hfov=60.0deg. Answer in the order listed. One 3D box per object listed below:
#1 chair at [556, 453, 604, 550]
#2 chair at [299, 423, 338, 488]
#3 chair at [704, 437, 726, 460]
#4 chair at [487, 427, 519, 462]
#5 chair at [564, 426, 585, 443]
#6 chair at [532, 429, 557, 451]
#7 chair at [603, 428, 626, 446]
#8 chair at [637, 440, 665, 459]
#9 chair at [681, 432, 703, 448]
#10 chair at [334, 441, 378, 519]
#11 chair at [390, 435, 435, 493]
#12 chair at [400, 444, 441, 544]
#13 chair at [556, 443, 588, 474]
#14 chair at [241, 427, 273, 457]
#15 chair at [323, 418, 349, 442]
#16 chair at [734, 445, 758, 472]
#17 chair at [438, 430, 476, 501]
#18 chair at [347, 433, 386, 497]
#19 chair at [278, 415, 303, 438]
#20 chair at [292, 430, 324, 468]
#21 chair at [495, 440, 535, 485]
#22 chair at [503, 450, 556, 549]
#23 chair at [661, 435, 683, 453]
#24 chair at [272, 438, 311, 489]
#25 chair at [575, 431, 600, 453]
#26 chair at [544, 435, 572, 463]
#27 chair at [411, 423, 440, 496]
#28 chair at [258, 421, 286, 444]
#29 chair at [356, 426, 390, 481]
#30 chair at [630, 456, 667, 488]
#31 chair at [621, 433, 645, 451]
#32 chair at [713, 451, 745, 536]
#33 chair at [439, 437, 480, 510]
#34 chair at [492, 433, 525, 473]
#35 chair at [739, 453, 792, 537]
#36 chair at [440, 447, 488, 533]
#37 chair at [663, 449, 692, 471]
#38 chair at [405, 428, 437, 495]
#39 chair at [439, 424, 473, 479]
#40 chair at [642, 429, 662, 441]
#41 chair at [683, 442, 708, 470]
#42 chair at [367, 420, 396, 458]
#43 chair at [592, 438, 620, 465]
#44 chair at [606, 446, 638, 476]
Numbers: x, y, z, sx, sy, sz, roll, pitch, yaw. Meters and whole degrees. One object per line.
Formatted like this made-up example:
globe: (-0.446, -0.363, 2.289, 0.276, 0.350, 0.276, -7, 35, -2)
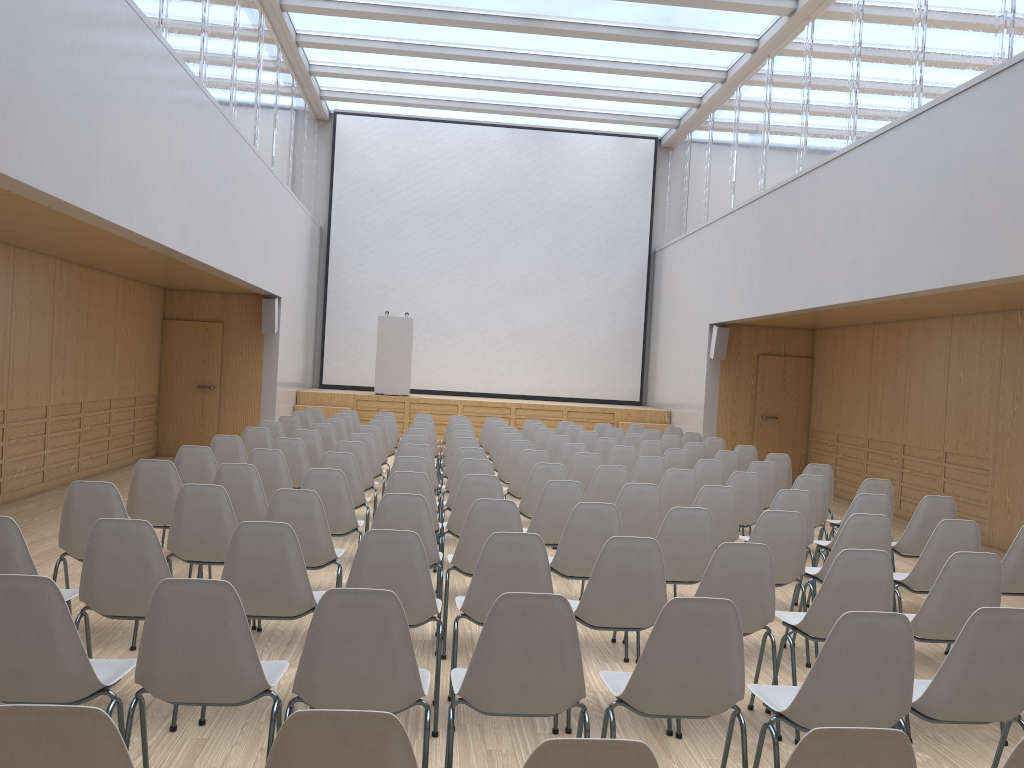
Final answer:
chair: (0.632, 1.040, 8.081, 0.479, 0.876, 0.505, 3, 1, -5)
chair: (-2.098, 0.858, 9.873, 0.479, 0.876, 0.505, 3, 1, -5)
chair: (2.476, 1.097, 11.248, 0.479, 0.876, 0.505, 3, 1, -5)
chair: (-0.084, 0.956, 10.948, 0.479, 0.876, 0.505, 3, 1, -5)
chair: (0.812, 0.990, 12.109, 0.479, 0.876, 0.505, 3, 1, -5)
chair: (0.383, 0.981, 11.088, 0.479, 0.876, 0.505, 3, 1, -5)
chair: (1.345, 1.020, 12.114, 0.479, 0.876, 0.505, 3, 1, -5)
chair: (1.520, 1.060, 10.143, 0.479, 0.876, 0.505, 3, 1, -5)
chair: (2.388, 1.078, 12.203, 0.479, 0.876, 0.505, 3, 1, -5)
chair: (-1.435, 0.925, 7.904, 0.479, 0.876, 0.505, 3, 1, -5)
chair: (-1.006, 0.934, 8.944, 0.479, 0.876, 0.505, 3, 1, -5)
chair: (-0.872, 0.956, 7.980, 0.479, 0.876, 0.505, 3, 1, -5)
chair: (0.585, 1.022, 9.080, 0.479, 0.876, 0.505, 3, 1, -5)
chair: (-2.517, 0.850, 8.844, 0.479, 0.876, 0.505, 3, 1, -5)
chair: (-2.159, 0.841, 10.812, 0.479, 0.876, 0.505, 3, 1, -5)
chair: (2.584, 1.119, 10.213, 0.479, 0.876, 0.505, 3, 1, -5)
chair: (-0.572, 0.943, 9.965, 0.479, 0.876, 0.505, 3, 1, -5)
chair: (-1.495, 0.908, 8.821, 0.479, 0.876, 0.505, 3, 1, -5)
chair: (-2.702, 0.810, 10.825, 0.479, 0.876, 0.505, 3, 1, -5)
chair: (-2.040, 0.877, 8.856, 0.479, 0.876, 0.505, 3, 1, -5)
chair: (0.050, 0.992, 9.053, 0.479, 0.876, 0.505, 3, 1, -5)
chair: (0.157, 1.013, 8.058, 0.479, 0.876, 0.505, 3, 1, -5)
chair: (1.934, 1.067, 11.230, 0.479, 0.876, 0.505, 3, 1, -5)
chair: (-1.961, 0.896, 7.878, 0.479, 0.876, 0.505, 3, 1, -5)
chair: (0.897, 1.010, 11.073, 0.479, 0.876, 0.505, 3, 1, -5)
chair: (0.488, 1.002, 10.103, 0.479, 0.876, 0.505, 3, 1, -5)
chair: (-1.119, 0.898, 10.922, 0.479, 0.876, 0.505, 3, 1, -5)
chair: (-2.635, 0.829, 9.768, 0.479, 0.876, 0.505, 3, 1, -5)
chair: (-1.599, 0.886, 9.897, 0.479, 0.876, 0.505, 3, 1, -5)
chair: (1.188, 1.071, 8.087, 0.479, 0.876, 0.505, 3, 1, -5)
chair: (1.465, 1.041, 11.162, 0.479, 0.876, 0.505, 3, 1, -5)
chair: (2.145, 1.109, 9.231, 0.479, 0.876, 0.505, 3, 1, -5)
chair: (-0.495, 0.962, 9.016, 0.479, 0.876, 0.505, 3, 1, -5)
chair: (-0.033, 0.974, 9.990, 0.479, 0.876, 0.505, 3, 1, -5)
chair: (2.663, 1.138, 9.257, 0.479, 0.876, 0.505, 3, 1, -5)
chair: (-0.392, 0.984, 7.953, 0.479, 0.876, 0.505, 3, 1, -5)
chair: (1.613, 1.080, 9.127, 0.479, 0.876, 0.505, 3, 1, -5)
chair: (-1.073, 0.916, 9.901, 0.479, 0.876, 0.505, 3, 1, -5)
chair: (-0.649, 0.924, 10.981, 0.479, 0.876, 0.505, 3, 1, -5)
chair: (1.847, 1.047, 12.216, 0.479, 0.876, 0.505, 3, 1, -5)
chair: (2.023, 1.087, 10.234, 0.479, 0.876, 0.505, 3, 1, -5)
chair: (-1.649, 0.868, 10.924, 0.479, 0.876, 0.505, 3, 1, -5)
chair: (1.027, 1.032, 10.121, 0.479, 0.876, 0.505, 3, 1, -5)
chair: (1.080, 1.050, 9.102, 0.479, 0.876, 0.505, 3, 1, -5)
